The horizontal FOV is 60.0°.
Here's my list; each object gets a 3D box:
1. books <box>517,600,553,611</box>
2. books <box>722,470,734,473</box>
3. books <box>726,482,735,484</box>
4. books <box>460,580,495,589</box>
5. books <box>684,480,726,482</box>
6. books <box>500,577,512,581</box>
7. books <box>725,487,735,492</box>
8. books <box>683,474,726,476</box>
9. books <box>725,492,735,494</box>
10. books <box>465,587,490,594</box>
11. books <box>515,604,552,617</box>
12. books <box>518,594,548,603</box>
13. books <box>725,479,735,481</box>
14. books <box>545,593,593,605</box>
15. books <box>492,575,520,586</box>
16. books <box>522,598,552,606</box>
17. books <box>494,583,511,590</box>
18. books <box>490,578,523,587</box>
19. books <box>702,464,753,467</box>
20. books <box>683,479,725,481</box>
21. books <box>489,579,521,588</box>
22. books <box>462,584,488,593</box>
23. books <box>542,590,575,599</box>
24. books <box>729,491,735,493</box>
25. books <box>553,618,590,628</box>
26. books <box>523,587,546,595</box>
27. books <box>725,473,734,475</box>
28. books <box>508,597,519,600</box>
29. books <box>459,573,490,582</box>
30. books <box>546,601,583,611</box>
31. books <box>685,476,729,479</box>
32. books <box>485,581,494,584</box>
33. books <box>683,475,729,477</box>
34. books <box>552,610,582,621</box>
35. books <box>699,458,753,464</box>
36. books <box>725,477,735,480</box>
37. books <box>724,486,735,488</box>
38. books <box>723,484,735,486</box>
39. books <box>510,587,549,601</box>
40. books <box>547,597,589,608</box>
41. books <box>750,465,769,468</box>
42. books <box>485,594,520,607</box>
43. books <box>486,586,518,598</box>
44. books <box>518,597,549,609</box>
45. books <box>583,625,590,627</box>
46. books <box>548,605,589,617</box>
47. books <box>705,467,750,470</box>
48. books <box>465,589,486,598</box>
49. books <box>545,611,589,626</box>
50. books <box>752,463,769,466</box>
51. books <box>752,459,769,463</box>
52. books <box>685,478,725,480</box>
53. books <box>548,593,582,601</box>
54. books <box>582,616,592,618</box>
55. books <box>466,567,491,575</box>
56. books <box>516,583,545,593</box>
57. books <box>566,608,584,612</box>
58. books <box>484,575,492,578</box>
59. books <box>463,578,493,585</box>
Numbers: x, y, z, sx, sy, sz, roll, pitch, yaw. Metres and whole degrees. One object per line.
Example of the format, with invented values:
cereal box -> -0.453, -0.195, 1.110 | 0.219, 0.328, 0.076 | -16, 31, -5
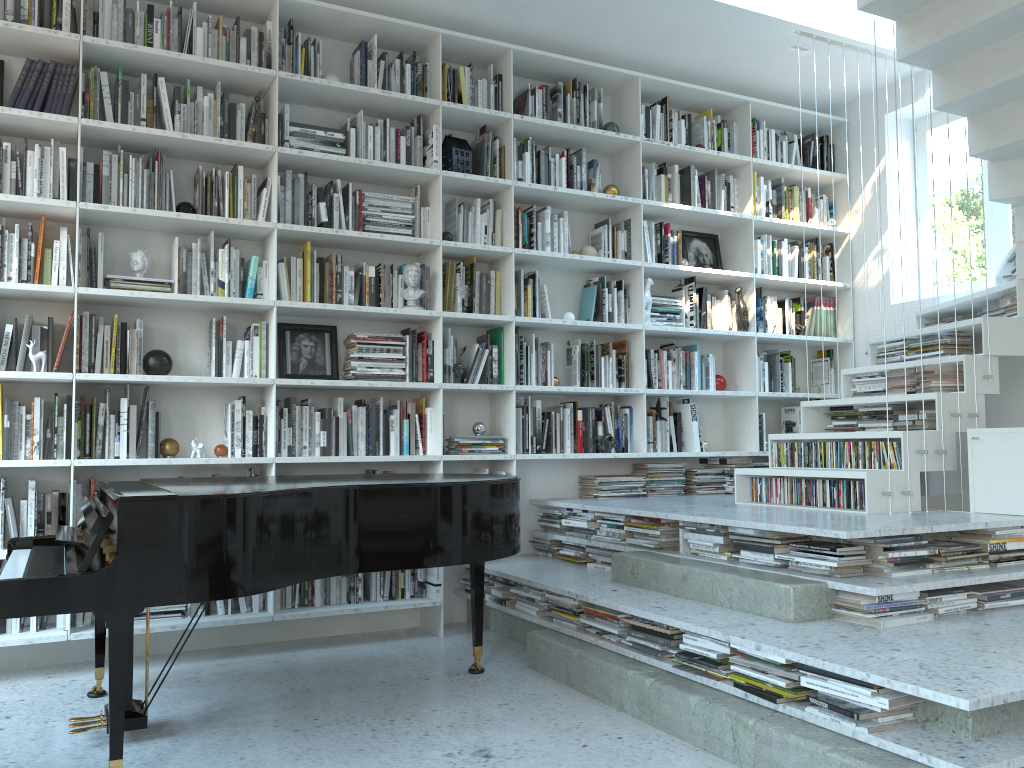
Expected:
books -> 0.148, 1.026, 4.129 | 0.172, 0.014, 0.221 | 2, -5, -26
books -> 1.344, 0.544, 5.539 | 0.173, 0.019, 0.196 | 1, -4, -22
books -> 1.357, 0.613, 5.542 | 0.149, 0.013, 0.209 | 1, -4, -24
books -> -0.132, 1.045, 4.662 | 0.177, 0.012, 0.278 | 2, -5, -31
books -> 1.212, 0.601, 5.515 | 0.328, 0.008, 0.207 | 2, -5, -26
books -> 0.020, 0.956, 4.415 | 0.137, 0.018, 0.200 | 1, -4, -23
books -> 1.355, 0.653, 5.538 | 0.160, 0.025, 0.244 | 2, -5, -28
books -> 1.217, 0.563, 5.508 | 0.327, 0.008, 0.207 | 1, -4, -22
books -> 1.352, 0.679, 5.535 | 0.159, 0.012, 0.279 | 1, -4, -24
books -> -0.122, 1.081, 4.665 | 0.155, 0.009, 0.233 | 2, -5, -32
books -> 0.142, 1.046, 4.125 | 0.177, 0.026, 0.230 | 1, -4, -24
books -> 0.144, 0.990, 4.130 | 0.171, 0.020, 0.193 | 1, -4, -23
books -> 1.351, 0.596, 5.540 | 0.158, 0.008, 0.292 | 1, -4, -24
books -> 0.285, 0.928, 3.855 | 0.171, 0.015, 0.253 | 2, -5, -30
books -> 0.025, 0.972, 4.416 | 0.135, 0.014, 0.297 | 2, -5, -26
books -> 0.159, 1.006, 4.136 | 0.147, 0.012, 0.206 | 2, -5, -26
books -> 0.022, 1.002, 4.413 | 0.143, 0.019, 0.231 | 2, -5, -26
books -> 0.020, 0.982, 4.414 | 0.126, 0.005, 0.290 | 2, -5, -32
books -> 1.348, 0.509, 5.544 | 0.159, 0.012, 0.285 | 2, -5, -31
books -> 1.215, 0.593, 5.510 | 0.368, 0.007, 0.206 | 1, -4, -24
books -> 0.012, 0.988, 4.409 | 0.160, 0.009, 0.291 | 1, -5, -25
books -> -0.131, 1.070, 4.661 | 0.179, 0.012, 0.262 | 1, -4, -24
books -> 0.274, 0.907, 3.851 | 0.193, 0.005, 0.225 | 2, -5, -31
books -> 1.361, 0.669, 5.540 | 0.131, 0.008, 0.292 | 2, -5, -31
books -> 0.293, 1.031, 3.853 | 0.157, 0.014, 0.180 | 2, -5, -30
books -> 0.162, 0.956, 4.141 | 0.130, 0.018, 0.256 | 1, -4, -24
books -> 1.351, 0.559, 5.542 | 0.169, 0.010, 0.283 | 2, -5, -28
books -> 0.015, 1.045, 4.407 | 0.147, 0.012, 0.206 | 2, -5, -32
books -> -0.138, 1.010, 4.661 | 0.191, 0.013, 0.243 | 2, -5, -31
books -> 0.284, 0.956, 3.853 | 0.169, 0.009, 0.242 | 2, -5, -31
books -> 1.213, 0.578, 5.514 | 0.328, 0.008, 0.207 | 1, -5, -25
books -> -0.109, 1.024, 4.675 | 0.136, 0.013, 0.258 | 2, -5, -29
books -> 1.212, 0.571, 5.517 | 0.368, 0.007, 0.206 | 2, -5, -28
books -> 0.294, 0.998, 3.855 | 0.165, 0.012, 0.205 | 2, -5, -27
books -> 1.334, 0.480, 5.538 | 0.204, 0.035, 0.267 | 2, -5, -26
books -> 1.354, 0.586, 5.542 | 0.165, 0.014, 0.236 | 2, -5, -27
books -> 1.345, 0.636, 5.534 | 0.168, 0.008, 0.282 | 2, -5, -31
books -> 1.345, 0.626, 5.535 | 0.183, 0.012, 0.206 | 2, -5, -28
books -> 0.141, 0.972, 4.129 | 0.180, 0.015, 0.294 | 2, -5, -29
books -> 0.278, 0.943, 3.850 | 0.182, 0.016, 0.199 | 1, -4, -22
books -> 1.566, 0.530, 5.691 | 0.315, 0.018, 0.200 | 2, -5, -31
books -> 0.004, 1.066, 4.400 | 0.189, 0.030, 0.238 | 2, -5, -27
books -> -0.003, 1.025, 4.399 | 0.191, 0.028, 0.213 | 1, -4, -23
books -> 0.160, 1.016, 4.136 | 0.149, 0.007, 0.300 | 2, -5, -27
books -> 0.301, 1.020, 3.857 | 0.140, 0.008, 0.283 | 2, -5, -29
books -> 0.289, 0.979, 3.854 | 0.159, 0.011, 0.246 | 2, -5, -31
books -> 1.349, 0.527, 5.543 | 0.165, 0.015, 0.243 | 1, -4, -24
books -> -0.121, 1.093, 4.665 | 0.171, 0.016, 0.241 | 2, -5, -27
books -> 0.290, 1.010, 3.852 | 0.159, 0.012, 0.292 | 2, -5, -30
books -> 1.564, 0.513, 5.697 | 0.354, 0.017, 0.198 | 1, -5, -25
books -> 1.561, 0.496, 5.704 | 0.354, 0.017, 0.198 | 2, -5, -27
books -> 1.214, 0.586, 5.511 | 0.328, 0.008, 0.207 | 2, -5, -30
books -> 0.287, 0.915, 3.857 | 0.174, 0.011, 0.228 | 2, -5, -28
books -> 0.305, 0.989, 3.861 | 0.123, 0.008, 0.294 | 1, -4, -24
books -> -0.119, 0.980, 4.672 | 0.158, 0.014, 0.234 | 2, -5, -29
books -> 0.150, 0.944, 4.136 | 0.159, 0.006, 0.285 | 1, -5, -25
books -> 0.300, 0.967, 3.860 | 0.140, 0.013, 0.180 | 1, -4, -24
books -> -0.106, 0.996, 4.678 | 0.133, 0.017, 0.231 | 2, -5, -26
books -> -0.130, 1.035, 4.664 | 0.188, 0.009, 0.211 | 2, -5, -28
